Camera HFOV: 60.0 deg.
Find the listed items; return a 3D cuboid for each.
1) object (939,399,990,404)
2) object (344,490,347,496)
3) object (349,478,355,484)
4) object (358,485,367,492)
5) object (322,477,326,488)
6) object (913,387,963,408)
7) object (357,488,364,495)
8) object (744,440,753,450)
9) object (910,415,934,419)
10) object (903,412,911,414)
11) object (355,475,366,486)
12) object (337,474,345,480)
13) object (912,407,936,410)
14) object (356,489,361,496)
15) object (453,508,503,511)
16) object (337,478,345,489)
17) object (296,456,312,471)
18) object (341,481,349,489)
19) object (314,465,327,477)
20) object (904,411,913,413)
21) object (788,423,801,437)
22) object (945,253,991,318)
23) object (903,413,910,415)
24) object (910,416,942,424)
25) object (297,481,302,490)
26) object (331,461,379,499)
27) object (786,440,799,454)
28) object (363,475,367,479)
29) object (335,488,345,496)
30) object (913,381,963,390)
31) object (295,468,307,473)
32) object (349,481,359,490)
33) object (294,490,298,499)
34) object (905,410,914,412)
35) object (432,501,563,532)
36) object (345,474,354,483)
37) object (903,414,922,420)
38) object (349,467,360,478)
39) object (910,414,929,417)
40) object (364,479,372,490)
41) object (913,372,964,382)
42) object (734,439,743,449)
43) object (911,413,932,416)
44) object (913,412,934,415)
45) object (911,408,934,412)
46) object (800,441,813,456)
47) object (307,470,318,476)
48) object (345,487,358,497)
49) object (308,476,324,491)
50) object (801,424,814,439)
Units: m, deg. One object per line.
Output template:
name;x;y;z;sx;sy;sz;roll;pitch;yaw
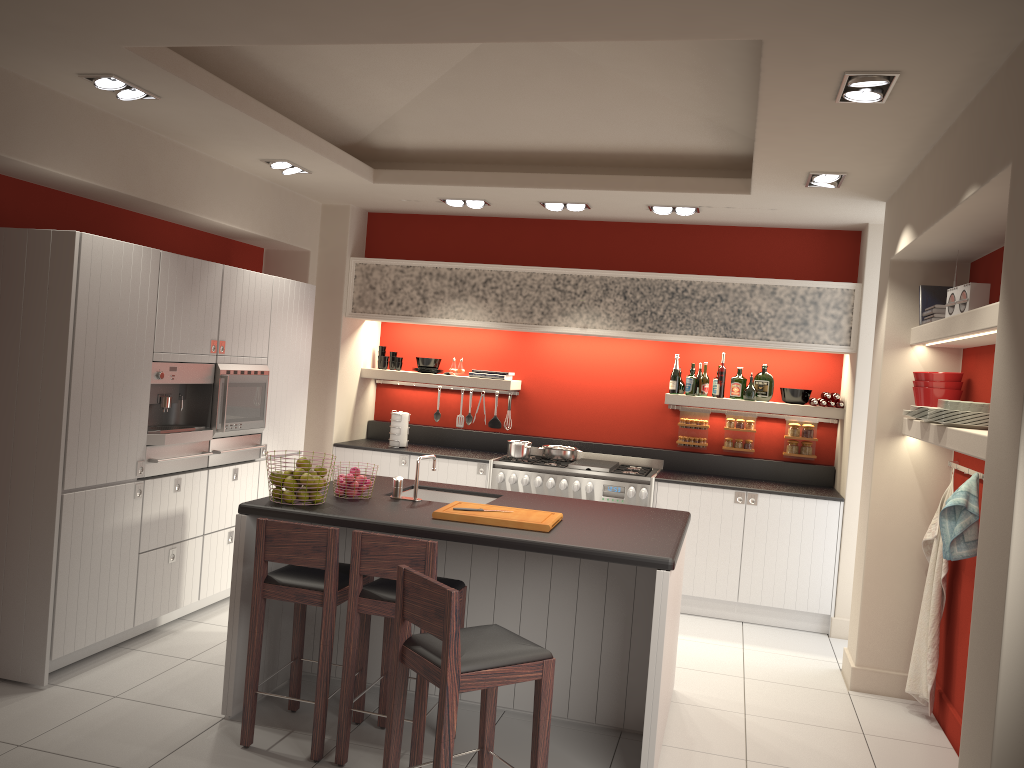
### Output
object;2.196;0.092;4.279;0.255;0.015;0.255;4;1;-5
object;-0.868;0.562;4.657;0.050;0.049;0.049;4;1;-20
object;-0.840;0.525;4.693;0.055;0.056;0.055;5;1;24
object;-0.782;0.545;4.637;0.046;0.043;0.046;4;1;-36
object;-0.950;0.491;4.407;0.057;0.057;0.055;5;1;6
object;2.404;0.100;5.022;0.260;0.146;0.260;5;1;18
object;-0.810;0.565;4.720;0.050;0.049;0.049;4;1;-20
object;1.941;0.500;7.280;0.068;0.088;0.068;5;1;35
object;2.265;0.190;4.640;0.339;0.020;0.339;5;1;13
object;2.397;0.185;5.024;0.339;0.020;0.339;5;1;17
object;-0.790;0.502;4.621;0.051;0.055;0.056;5;1;28
object;-0.895;0.499;4.664;0.049;0.049;0.048;5;1;22
object;2.268;0.145;4.639;0.339;0.020;0.339;5;1;13
object;-0.814;0.572;4.659;0.040;0.039;0.039;4;1;-27
object;-0.140;0.613;4.321;0.302;0.010;0.035;4;1;-15
object;-0.884;0.519;4.621;0.059;0.059;0.060;5;1;26
object;-1.029;0.399;4.388;0.078;0.080;0.078;5;1;14
object;-0.861;0.523;4.585;0.041;0.041;0.040;4;1;-39
object;-0.957;0.437;4.432;0.067;0.064;0.067;5;1;15
object;2.398;0.179;5.023;0.339;0.020;0.339;5;1;17
object;2.287;0.376;7.189;0.093;0.120;0.094;5;1;35
object;2.264;-0.502;4.405;0.097;0.369;0.342;5;1;9
object;2.397;0.192;5.024;0.339;0.020;0.339;5;1;17
object;2.264;0.196;4.640;0.339;0.020;0.339;5;1;13
object;-1.081;0.503;4.435;0.064;0.060;0.064;5;1;9
object;-0.829;0.506;4.657;0.248;0.168;0.248;5;1;2
object;2.276;0.512;7.191;0.093;0.120;0.094;5;1;35
object;-0.801;0.512;4.727;0.056;0.050;0.055;4;1;-38
object;-0.897;0.561;4.622;0.050;0.049;0.049;4;1;-20
object;2.404;0.056;5.021;0.260;0.159;0.260;4;1;-5
object;-1.051;0.447;4.439;0.078;0.076;0.071;4;1;-17
object;-0.816;0.523;4.583;0.048;0.046;0.048;4;1;-27
object;-1.076;0.547;4.387;0.055;0.054;0.053;5;1;18
object;2.398;0.172;5.023;0.339;0.020;0.339;5;1;17
object;-0.062;0.641;4.325;0.570;0.033;0.372;5;1;12
object;-0.840;0.487;4.577;0.048;0.046;0.048;4;1;-30
object;2.396;0.198;5.024;0.339;0.020;0.339;5;1;17
object;-0.821;0.462;4.637;0.056;0.058;0.056;4;1;-31
object;2.265;0.183;4.640;0.339;0.020;0.339;5;1;13
object;-0.768;0.531;4.694;0.055;0.056;0.055;5;1;24
object;2.404;0.005;5.017;0.260;0.161;0.260;4;1;-19
object;1.865;0.493;7.299;0.068;0.088;0.068;5;1;35
object;2.266;0.177;4.640;0.339;0.020;0.339;5;1;13
object;2.266;0.170;4.639;0.339;0.020;0.339;5;1;13
object;2.268;0.151;4.639;0.339;0.020;0.339;5;1;13
object;2.380;0.521;7.165;0.093;0.120;0.094;5;1;35
object;-0.991;0.453;4.387;0.056;0.054;0.057;4;1;-15
object;-0.835;0.560;4.610;0.062;0.057;0.061;5;1;14
object;-0.964;0.490;4.349;0.082;0.082;0.082;4;1;-19
object;2.391;0.385;7.163;0.093;0.120;0.094;5;1;35
